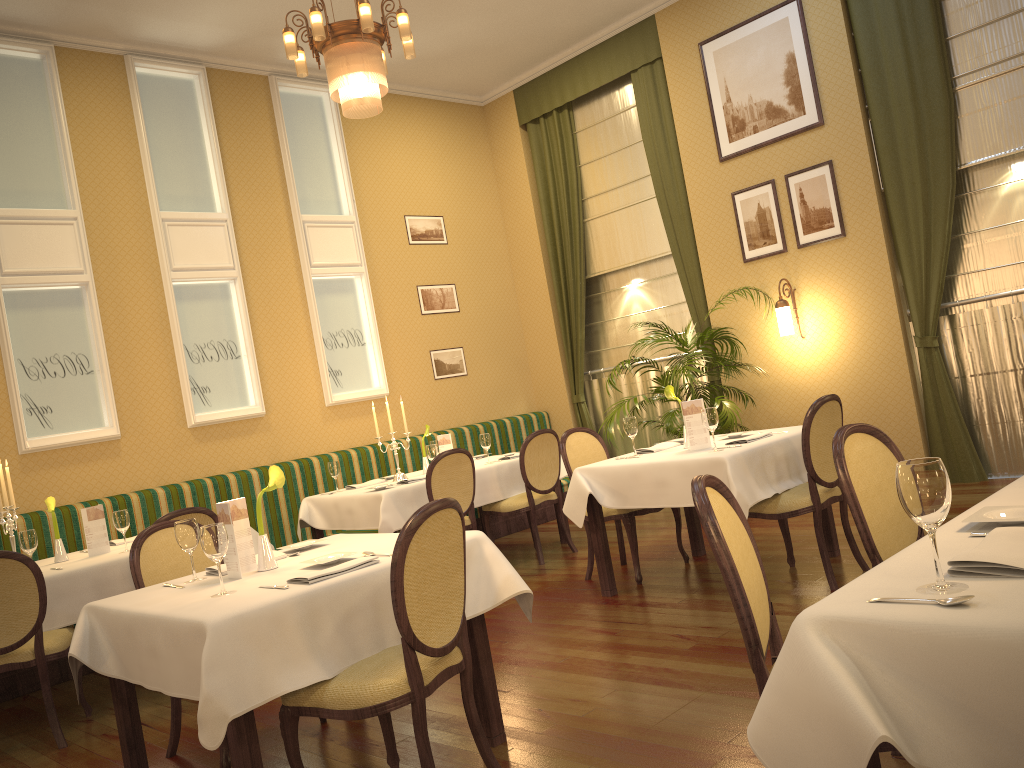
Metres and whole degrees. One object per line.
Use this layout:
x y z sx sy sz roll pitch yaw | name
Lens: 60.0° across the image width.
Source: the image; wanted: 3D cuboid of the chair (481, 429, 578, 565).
0.109 0.838 6.652 0.530 0.955 0.571 -9 -1 -44 | chair

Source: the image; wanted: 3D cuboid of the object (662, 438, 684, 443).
1.046 0.359 5.538 0.160 0.024 0.160 -9 -1 -44 | object

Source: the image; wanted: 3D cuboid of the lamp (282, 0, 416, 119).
-0.873 -2.189 4.267 0.593 1.796 0.593 -11 -1 43 | lamp

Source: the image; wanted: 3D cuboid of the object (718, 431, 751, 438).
1.316 0.306 5.235 0.160 0.024 0.160 -9 -1 -44 | object

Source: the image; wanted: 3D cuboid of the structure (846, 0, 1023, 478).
3.549 -1.590 6.264 0.134 4.511 1.900 -9 -1 -44 | structure

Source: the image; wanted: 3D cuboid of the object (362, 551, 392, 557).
-0.470 0.597 3.112 0.038 0.015 0.181 -9 -1 -43 | object

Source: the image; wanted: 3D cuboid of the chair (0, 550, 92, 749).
-2.391 1.248 4.218 0.530 0.955 0.571 -10 -1 -19 | chair

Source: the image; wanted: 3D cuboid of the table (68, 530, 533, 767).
-0.731 1.034 3.212 1.395 0.759 1.389 -9 -1 -43 | table

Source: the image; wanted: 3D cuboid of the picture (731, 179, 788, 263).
2.092 -1.375 7.523 0.022 0.619 0.412 -9 -1 -44 | picture

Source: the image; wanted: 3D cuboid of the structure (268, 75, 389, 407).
-1.680 -1.305 8.095 0.670 2.985 0.200 -9 -1 -44 | structure

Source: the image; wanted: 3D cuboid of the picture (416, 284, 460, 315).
-0.735 -0.852 8.891 0.504 0.294 0.008 -9 -1 -44 | picture

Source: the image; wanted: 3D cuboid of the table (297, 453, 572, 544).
-0.479 1.043 6.829 2.152 0.759 1.385 -9 -1 -44 | table

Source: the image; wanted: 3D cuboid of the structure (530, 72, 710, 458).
1.152 -1.125 8.774 0.123 4.511 1.942 -9 -1 -44 | structure

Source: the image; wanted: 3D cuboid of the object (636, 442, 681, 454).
0.876 0.383 5.328 0.273 0.033 0.142 -9 -1 -44 | object

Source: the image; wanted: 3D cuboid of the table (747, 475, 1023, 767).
1.574 0.601 1.804 2.152 0.759 1.385 -9 -1 -44 | table

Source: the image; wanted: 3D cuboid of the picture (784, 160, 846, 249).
2.440 -1.443 7.159 0.022 0.619 0.412 -9 -1 -44 | picture

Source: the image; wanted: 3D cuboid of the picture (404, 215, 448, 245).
-0.859 -1.545 8.901 0.504 0.294 0.008 -9 -1 -44 | picture

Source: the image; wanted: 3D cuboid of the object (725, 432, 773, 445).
1.312 0.303 4.910 0.273 0.024 0.142 -9 -1 -44 | object

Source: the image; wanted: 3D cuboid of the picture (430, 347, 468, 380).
-0.631 -0.209 8.872 0.437 0.294 0.008 -9 -1 -44 | picture

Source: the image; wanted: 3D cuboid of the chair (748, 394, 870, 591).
1.495 0.561 4.681 0.530 0.955 0.571 -9 -1 -44 | chair

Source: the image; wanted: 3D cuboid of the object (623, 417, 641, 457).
0.705 0.309 5.194 0.088 0.229 0.088 -10 -1 4 | object

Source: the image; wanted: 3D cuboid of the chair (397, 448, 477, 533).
-0.509 0.940 6.087 0.530 0.955 0.571 -9 -1 -44 | chair

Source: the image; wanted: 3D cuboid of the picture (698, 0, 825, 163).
2.046 -2.511 7.377 0.027 1.057 0.966 -9 -1 -44 | picture

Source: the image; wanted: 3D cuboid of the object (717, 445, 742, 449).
1.140 0.336 4.721 0.017 0.010 0.185 -9 -1 -44 | object

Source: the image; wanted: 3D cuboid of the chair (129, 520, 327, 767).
-1.222 1.032 3.730 0.571 0.955 0.530 -11 -1 36 | chair

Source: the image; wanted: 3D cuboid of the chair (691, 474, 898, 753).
0.787 0.649 2.058 0.571 0.955 0.530 -10 -1 21 | chair

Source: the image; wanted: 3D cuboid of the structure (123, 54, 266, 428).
-2.577 -1.158 7.209 0.661 2.985 0.200 -9 -1 -44 | structure

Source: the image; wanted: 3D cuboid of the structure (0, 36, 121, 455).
-3.422 -1.020 6.373 0.687 2.985 0.200 -9 -1 -44 | structure

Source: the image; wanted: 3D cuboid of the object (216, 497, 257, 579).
-1.017 0.565 3.233 0.081 0.277 0.166 -10 -1 2 | object

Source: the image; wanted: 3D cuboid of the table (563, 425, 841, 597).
1.176 0.722 5.096 1.395 0.759 1.389 -9 -1 -43 | table

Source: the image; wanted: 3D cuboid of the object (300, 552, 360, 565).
-0.643 0.624 3.130 0.160 0.024 0.160 -9 -1 -44 | object

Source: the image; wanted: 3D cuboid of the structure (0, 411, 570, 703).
-4.500 1.590 4.276 14.516 1.031 0.850 -9 -1 -44 | structure

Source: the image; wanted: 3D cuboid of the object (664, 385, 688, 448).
0.979 0.186 5.164 0.076 0.375 0.163 -10 -1 -22 | object

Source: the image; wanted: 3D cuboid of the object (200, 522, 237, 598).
-0.958 0.572 2.886 0.088 0.229 0.088 -10 -1 -2 | object

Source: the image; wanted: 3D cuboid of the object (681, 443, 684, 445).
1.005 0.368 5.433 0.038 0.015 0.181 -9 -1 -43 | object

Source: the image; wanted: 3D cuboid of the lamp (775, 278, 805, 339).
2.253 -0.610 7.267 0.114 0.513 0.323 -11 -1 35 | lamp

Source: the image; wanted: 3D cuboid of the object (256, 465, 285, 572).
-0.890 0.491 3.249 0.163 0.375 0.076 -10 -1 23 | object

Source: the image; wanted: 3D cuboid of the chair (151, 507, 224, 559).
-1.819 1.154 4.790 0.530 0.955 0.571 -9 -1 -44 | chair

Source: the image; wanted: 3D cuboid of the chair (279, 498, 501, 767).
-0.388 0.870 2.817 0.571 0.955 0.530 -11 -1 26 | chair

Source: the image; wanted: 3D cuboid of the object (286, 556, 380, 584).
-0.588 0.612 2.921 0.273 0.024 0.142 -9 -1 -44 | object

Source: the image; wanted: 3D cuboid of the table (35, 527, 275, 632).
-2.387 1.355 4.944 2.152 0.759 1.385 -9 -1 -44 | table

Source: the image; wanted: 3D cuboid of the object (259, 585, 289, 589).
-0.766 0.648 2.837 0.017 0.010 0.185 -9 -1 -44 | object

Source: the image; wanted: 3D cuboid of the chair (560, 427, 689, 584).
0.680 0.721 5.605 0.530 0.955 0.571 -9 -1 -44 | chair

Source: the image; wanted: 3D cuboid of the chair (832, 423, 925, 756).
1.325 0.560 2.576 0.530 0.955 0.571 -9 -1 -44 | chair
